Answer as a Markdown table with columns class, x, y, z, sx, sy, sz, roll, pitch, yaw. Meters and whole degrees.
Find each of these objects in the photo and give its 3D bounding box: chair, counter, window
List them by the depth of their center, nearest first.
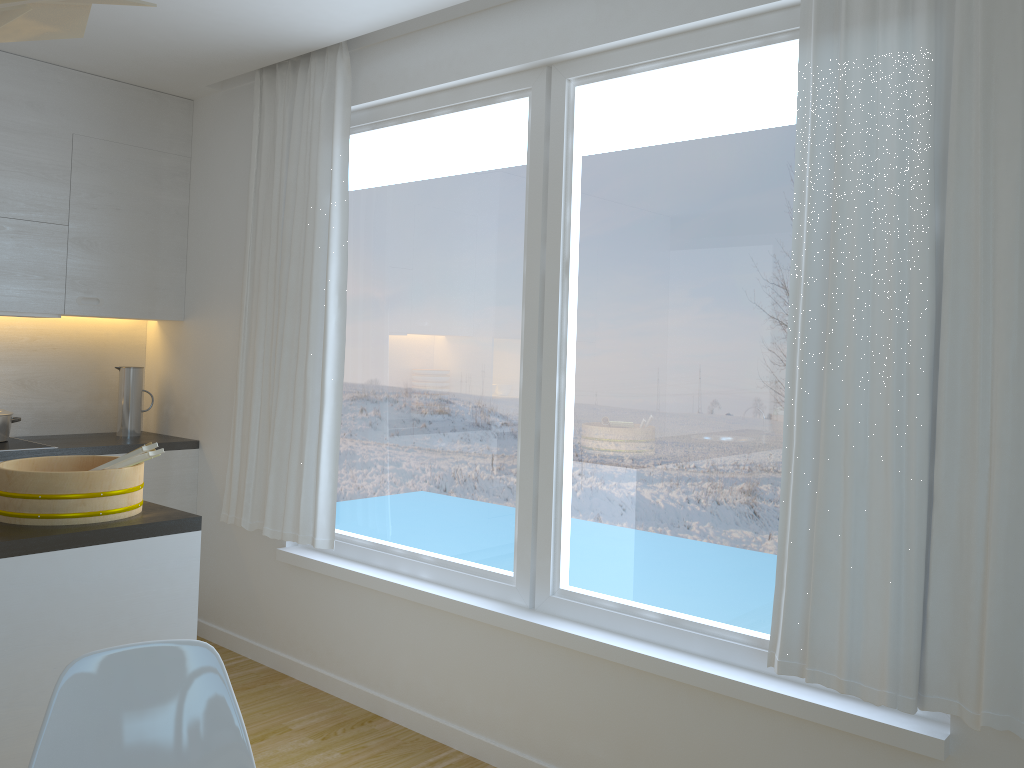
| class | x | y | z | sx | sy | sz | roll | pitch | yaw |
| --- | --- | --- | --- | --- | --- | --- | --- | --- | --- |
| chair | -0.544 | 0.920 | 1.333 | 0.429 | 0.903 | 0.523 | 2 | -1 | -29 |
| counter | -1.879 | 0.381 | 1.768 | 0.601 | 0.040 | 2.398 | 3 | 2 | 41 |
| window | 0.129 | -0.173 | 3.146 | 2.729 | 1.921 | 0.088 | 2 | -1 | 41 |
| counter | -2.446 | 0.293 | 3.870 | 0.601 | 0.040 | 1.998 | 3 | 2 | 41 |

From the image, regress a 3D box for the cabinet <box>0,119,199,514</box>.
| class | x | y | z | sx | sy | sz | roll | pitch | yaw |
| --- | --- | --- | --- | --- | --- | --- | --- | --- | --- |
| cabinet | -2.779 | -0.022 | 3.385 | 0.481 | 2.304 | 3.197 | 1 | 0 | 41 |

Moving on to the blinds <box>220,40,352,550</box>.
| class | x | y | z | sx | sy | sz | roll | pitch | yaw |
| --- | --- | --- | --- | --- | --- | --- | --- | --- | --- |
| blinds | -1.014 | -0.418 | 3.883 | 0.795 | 2.163 | 0.150 | 1 | -2 | 40 |

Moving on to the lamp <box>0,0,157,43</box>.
| class | x | y | z | sx | sy | sz | roll | pitch | yaw |
| --- | --- | --- | --- | --- | --- | --- | --- | --- | --- |
| lamp | -0.394 | -0.737 | 0.471 | 0.647 | 1.137 | 0.638 | 1 | -1 | 40 |

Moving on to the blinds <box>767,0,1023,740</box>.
| class | x | y | z | sx | sy | sz | roll | pitch | yaw |
| --- | --- | --- | --- | --- | --- | --- | --- | --- | --- |
| blinds | 1.007 | -0.294 | 2.146 | 0.795 | 2.163 | 0.150 | 1 | -2 | 41 |

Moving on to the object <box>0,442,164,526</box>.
| class | x | y | z | sx | sy | sz | roll | pitch | yaw |
| --- | --- | --- | --- | --- | --- | --- | --- | --- | --- |
| object | -1.209 | 0.254 | 2.486 | 0.429 | 0.214 | 0.378 | 1 | 1 | -21 |

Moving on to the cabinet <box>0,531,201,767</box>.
| class | x | y | z | sx | sy | sz | roll | pitch | yaw |
| --- | --- | --- | --- | --- | --- | --- | --- | --- | --- |
| cabinet | -1.895 | 0.857 | 1.754 | 0.601 | 0.911 | 2.398 | 1 | 1 | 41 |

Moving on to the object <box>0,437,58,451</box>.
| class | x | y | z | sx | sy | sz | roll | pitch | yaw |
| --- | --- | --- | --- | --- | --- | --- | --- | --- | --- |
| object | -2.445 | 0.275 | 3.876 | 0.562 | 0.013 | 0.653 | 4 | 3 | 41 |
